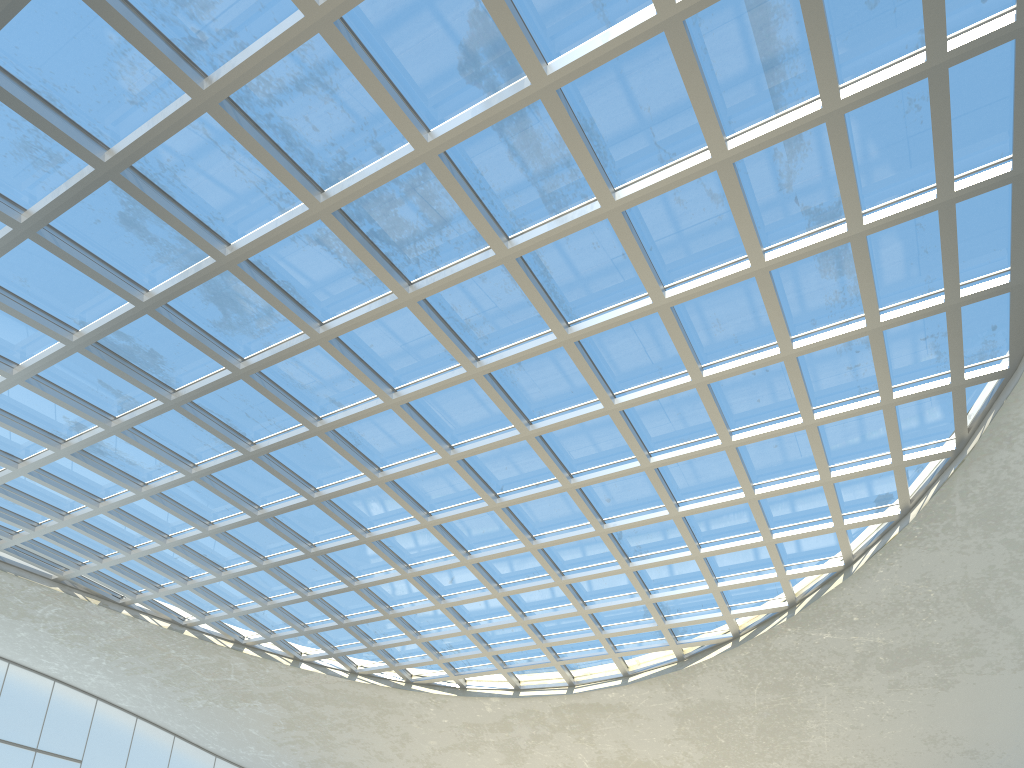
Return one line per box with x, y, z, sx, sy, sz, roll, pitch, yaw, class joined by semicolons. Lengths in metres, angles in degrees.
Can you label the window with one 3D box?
-13.646;4.645;44.764;80.120;9.591;90.414;-15;-42;26;window
